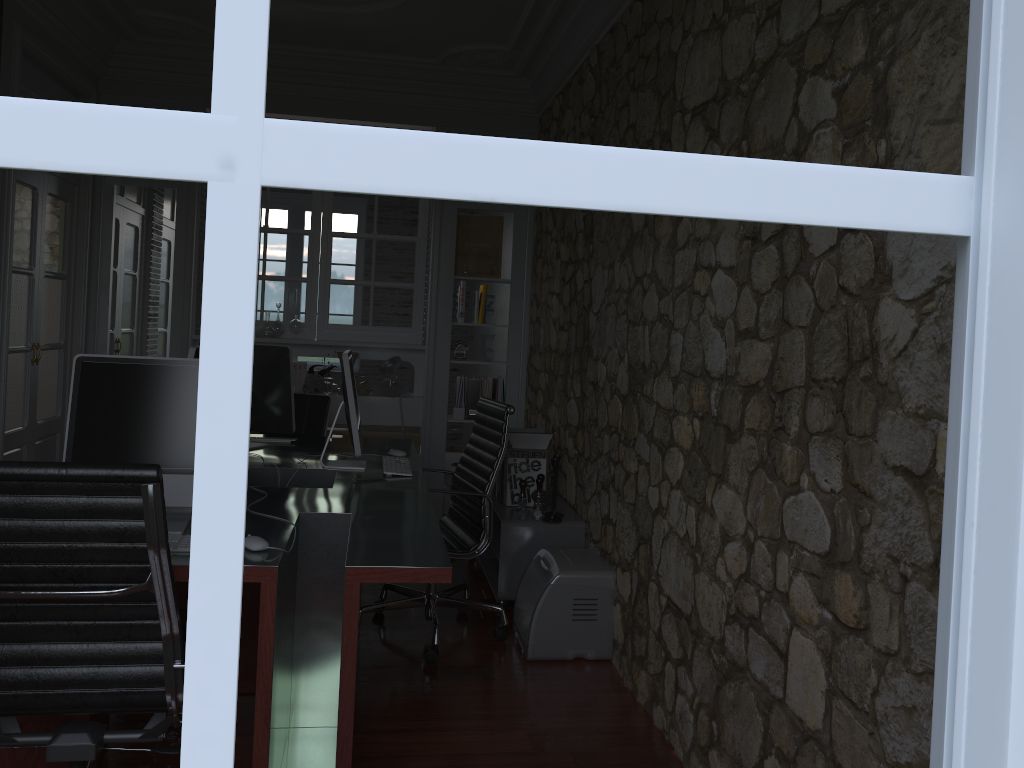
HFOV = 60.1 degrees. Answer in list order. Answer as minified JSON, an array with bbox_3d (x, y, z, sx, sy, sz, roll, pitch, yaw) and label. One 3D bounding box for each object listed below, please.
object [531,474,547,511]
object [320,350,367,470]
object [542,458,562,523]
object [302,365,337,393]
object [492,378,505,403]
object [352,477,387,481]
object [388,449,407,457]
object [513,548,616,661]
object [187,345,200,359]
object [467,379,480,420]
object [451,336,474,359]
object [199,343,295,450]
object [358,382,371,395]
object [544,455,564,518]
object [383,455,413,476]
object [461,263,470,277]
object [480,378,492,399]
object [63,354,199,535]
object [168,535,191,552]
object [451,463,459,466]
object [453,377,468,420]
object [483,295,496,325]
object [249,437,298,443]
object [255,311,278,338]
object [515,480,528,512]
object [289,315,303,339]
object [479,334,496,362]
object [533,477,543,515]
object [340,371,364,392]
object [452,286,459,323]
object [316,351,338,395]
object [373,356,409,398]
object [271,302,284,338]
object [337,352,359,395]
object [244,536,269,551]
[{"bbox_3d":[0.140,0.533,4.401,0.048,0.175,0.088,2,1,-35],"label":"object"},{"bbox_3d":[-0.701,0.103,3.754,0.189,0.485,0.484,3,2,-9],"label":"object"},{"bbox_3d":[0.195,0.495,4.149,0.095,0.288,0.095,3,1,-13],"label":"object"},{"bbox_3d":[-1.312,-0.037,5.988,0.158,0.179,0.383,3,3,17],"label":"object"},{"bbox_3d":[-0.093,0.107,6.094,0.078,0.278,0.239,3,2,-5],"label":"object"},{"bbox_3d":[-0.550,0.368,3.436,0.149,0.011,0.011,1,3,-33],"label":"object"},{"bbox_3d":[-0.532,0.317,4.089,0.106,0.028,0.059,6,4,42],"label":"object"},{"bbox_3d":[0.214,0.928,3.806,0.362,0.387,0.401,3,2,-9],"label":"object"},{"bbox_3d":[-1.284,0.081,3.638,0.189,0.485,0.484,3,2,-9],"label":"object"},{"bbox_3d":[-0.266,0.099,6.089,0.078,0.278,0.245,3,2,-4],"label":"object"},{"bbox_3d":[-0.358,-0.250,6.014,0.177,0.161,0.092,4,1,19],"label":"object"},{"bbox_3d":[-1.259,0.051,4.150,0.484,0.485,0.189,3,1,16],"label":"object"},{"bbox_3d":[-0.988,0.029,5.923,0.093,0.087,0.091,4,2,28],"label":"object"},{"bbox_3d":[0.210,0.489,4.258,0.095,0.288,0.095,3,1,41],"label":"object"},{"bbox_3d":[-0.489,0.346,3.764,0.118,0.017,0.440,2,4,-9],"label":"object"},{"bbox_3d":[-0.313,-0.767,5.963,0.056,0.090,0.056,3,1,-6],"label":"object"},{"bbox_3d":[-0.179,0.105,6.066,0.078,0.278,0.239,3,2,-3],"label":"object"},{"bbox_3d":[-1.005,0.166,2.529,0.483,0.485,0.190,3,1,-9],"label":"object"},{"bbox_3d":[-1.008,0.413,2.307,0.438,0.017,0.119,2,4,-9],"label":"object"},{"bbox_3d":[-0.248,0.551,6.132,0.294,0.040,0.237,5,4,37],"label":"object"},{"bbox_3d":[-0.353,0.096,6.063,0.078,0.278,0.239,3,2,-1],"label":"object"},{"bbox_3d":[-0.148,-0.538,6.124,0.078,0.249,0.115,3,1,-9],"label":"object"},{"bbox_3d":[-1.286,0.269,4.372,0.438,0.017,0.119,2,4,-9],"label":"object"},{"bbox_3d":[-1.608,-0.376,5.815,0.148,0.200,0.148,2,2,-26],"label":"object"},{"bbox_3d":[0.051,0.545,4.331,0.048,0.153,0.088,3,1,-14],"label":"object"},{"bbox_3d":[-1.466,-0.374,6.003,0.094,0.188,0.094,2,1,-34],"label":"object"},{"bbox_3d":[-0.175,-0.247,6.070,0.063,0.188,0.126,2,1,-36],"label":"object"},{"bbox_3d":[0.130,0.539,4.296,0.048,0.175,0.088,3,1,2],"label":"object"},{"bbox_3d":[-1.108,-0.023,6.151,0.159,0.153,0.216,2,3,-24],"label":"object"},{"bbox_3d":[-0.412,-0.548,6.083,0.078,0.249,0.115,3,1,-9],"label":"object"},{"bbox_3d":[-1.203,-0.076,5.833,0.128,0.287,0.129,2,1,-42],"label":"object"},{"bbox_3d":[-0.812,-0.055,5.948,0.167,0.272,0.188,3,2,26],"label":"object"},{"bbox_3d":[-1.570,-0.418,5.940,0.088,0.271,0.088,3,1,-14],"label":"object"},{"bbox_3d":[-1.100,-0.071,5.899,0.143,0.278,0.143,3,1,5],"label":"object"},{"bbox_3d":[-0.683,0.420,2.350,0.059,0.028,0.106,0,4,-40],"label":"object"}]
